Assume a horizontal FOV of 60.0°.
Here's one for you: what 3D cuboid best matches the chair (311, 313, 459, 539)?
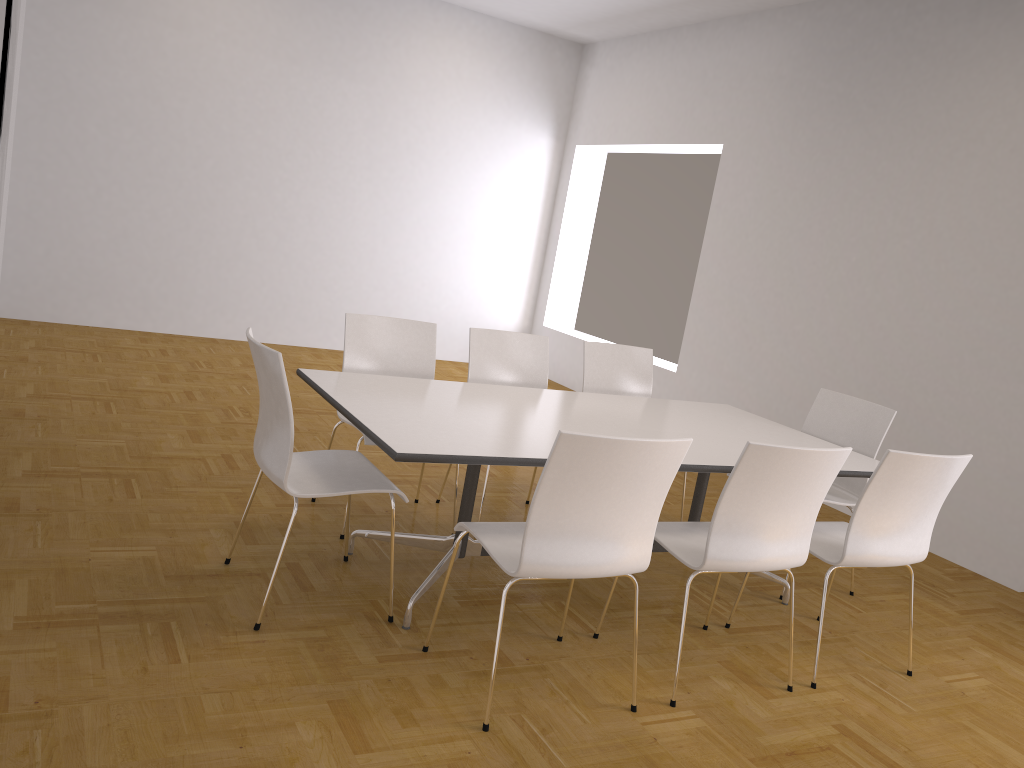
[{"bbox_3d":[-0.556,0.186,4.187,0.560,0.928,0.577,5,10,-29],"label":"chair"}]

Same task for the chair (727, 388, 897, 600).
[{"bbox_3d":[1.446,0.509,4.410,0.575,0.928,0.563,5,10,-29],"label":"chair"}]

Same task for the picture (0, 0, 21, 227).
[{"bbox_3d":[-1.711,-1.166,3.029,0.016,1.775,0.790,6,10,-29],"label":"picture"}]

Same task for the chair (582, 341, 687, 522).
[{"bbox_3d":[0.630,0.288,4.846,0.560,0.928,0.577,5,10,-29],"label":"chair"}]

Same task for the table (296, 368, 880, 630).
[{"bbox_3d":[0.357,0.511,3.849,2.409,0.720,1.215,5,11,-29],"label":"table"}]

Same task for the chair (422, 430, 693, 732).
[{"bbox_3d":[0.147,0.542,2.837,0.560,0.928,0.577,5,10,-29],"label":"chair"}]

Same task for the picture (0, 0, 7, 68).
[{"bbox_3d":[-1.188,-0.904,2.044,0.013,1.775,0.790,6,10,-29],"label":"picture"}]

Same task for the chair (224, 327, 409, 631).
[{"bbox_3d":[-0.718,0.316,3.205,0.575,0.928,0.563,5,10,-29],"label":"chair"}]

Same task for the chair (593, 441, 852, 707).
[{"bbox_3d":[0.758,0.594,3.176,0.560,0.928,0.577,5,10,-29],"label":"chair"}]

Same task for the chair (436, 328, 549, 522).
[{"bbox_3d":[0.019,0.236,4.507,0.560,0.928,0.577,5,10,-29],"label":"chair"}]

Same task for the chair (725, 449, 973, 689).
[{"bbox_3d":[1.334,0.644,3.496,0.560,0.928,0.577,5,10,-29],"label":"chair"}]
